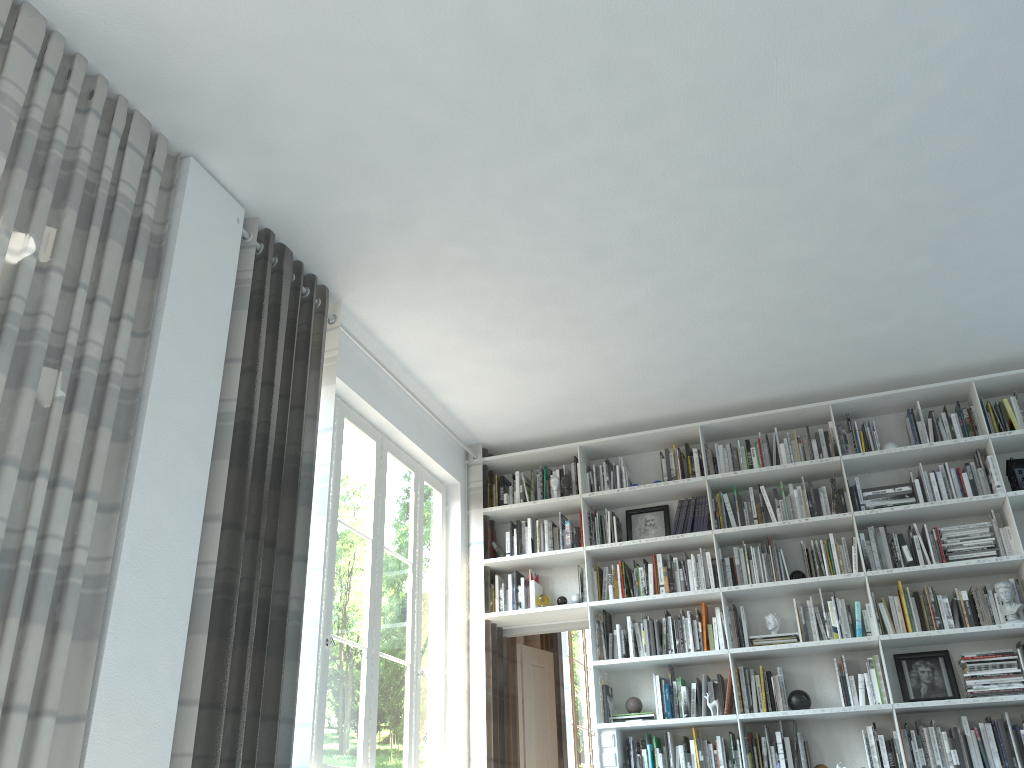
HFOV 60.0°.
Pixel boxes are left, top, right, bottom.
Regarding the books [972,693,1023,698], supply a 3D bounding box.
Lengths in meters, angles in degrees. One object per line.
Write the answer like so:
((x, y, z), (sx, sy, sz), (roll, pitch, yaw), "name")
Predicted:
((2.676, 1.729, 4.891), (0.254, 0.012, 0.161), (-12, -29, 19), "books")

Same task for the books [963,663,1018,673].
((2.671, 1.589, 4.957), (0.254, 0.012, 0.161), (-9, -28, 13), "books")

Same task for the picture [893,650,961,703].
((2.380, 1.689, 5.089), (0.300, 0.298, 0.078), (-11, -28, 17), "picture")

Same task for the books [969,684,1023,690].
((2.673, 1.684, 4.907), (0.254, 0.012, 0.161), (-8, -28, 12), "books")

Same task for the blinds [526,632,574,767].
((0.291, 2.530, 7.006), (0.140, 3.214, 0.779), (-10, -28, 17), "blinds")

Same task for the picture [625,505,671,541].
((0.926, 0.976, 6.025), (0.300, 0.298, 0.078), (-11, -28, 17), "picture")

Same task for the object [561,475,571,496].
((0.379, 0.721, 6.140), (0.068, 0.197, 0.067), (12, -30, -25), "object")

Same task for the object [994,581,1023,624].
((2.764, 1.226, 4.940), (0.137, 0.242, 0.138), (6, -28, -14), "object")

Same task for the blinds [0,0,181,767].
((-1.489, 0.250, 2.533), (0.183, 3.245, 1.030), (-10, -28, 16), "blinds")

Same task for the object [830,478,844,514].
((2.015, 0.704, 5.495), (0.075, 0.253, 0.076), (-1, -27, -2), "object")

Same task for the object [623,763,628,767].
((0.669, 2.319, 5.237), (0.045, 0.146, 0.045), (14, -31, -29), "object")

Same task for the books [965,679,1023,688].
((2.675, 1.667, 4.925), (0.285, 0.012, 0.160), (-11, -29, 18), "books")

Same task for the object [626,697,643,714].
((0.757, 1.998, 5.503), (0.105, 0.106, 0.106), (0, -27, -3), "object")

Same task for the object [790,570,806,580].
((1.764, 1.198, 5.472), (0.097, 0.098, 0.097), (9, -29, -20), "object")

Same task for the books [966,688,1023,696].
((2.676, 1.709, 4.904), (0.285, 0.012, 0.160), (-10, -28, 16), "books")

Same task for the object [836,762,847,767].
((1.842, 2.150, 4.925), (0.060, 0.094, 0.078), (-20, -32, 31), "object")

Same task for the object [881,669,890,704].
((2.153, 1.758, 5.111), (0.017, 0.215, 0.104), (-10, -28, 17), "object")

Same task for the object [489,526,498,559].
((-0.140, 1.156, 6.289), (0.035, 0.294, 0.177), (-10, -28, 17), "object")

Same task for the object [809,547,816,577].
((1.873, 1.144, 5.515), (0.010, 0.224, 0.143), (-10, -28, 17), "object")

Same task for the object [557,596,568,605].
((0.336, 1.459, 5.944), (0.071, 0.072, 0.072), (0, -27, -3), "object")

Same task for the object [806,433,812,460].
((1.955, 0.461, 5.810), (0.010, 0.245, 0.158), (-10, -28, 17), "object")

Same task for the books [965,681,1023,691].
((2.676, 1.678, 4.922), (0.285, 0.012, 0.160), (-11, -29, 17), "books")

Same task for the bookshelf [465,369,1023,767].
((2.721, 1.459, 4.931), (6.301, 3.126, 0.332), (-11, -28, 17), "bookshelf")

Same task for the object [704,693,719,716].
((1.177, 1.888, 5.223), (0.081, 0.139, 0.044), (-3, -27, 2), "object")

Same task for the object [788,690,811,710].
((1.685, 1.862, 5.197), (0.134, 0.134, 0.134), (9, -29, -20), "object")

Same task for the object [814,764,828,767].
((1.752, 2.200, 5.016), (0.091, 0.091, 0.091), (0, -27, -3), "object")

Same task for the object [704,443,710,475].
((1.340, 0.562, 6.010), (0.012, 0.283, 0.160), (-10, -28, 17), "object")

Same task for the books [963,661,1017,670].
((2.671, 1.579, 4.965), (0.254, 0.012, 0.161), (-9, -28, 14), "books")

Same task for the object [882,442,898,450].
((2.392, 0.420, 5.601), (0.105, 0.105, 0.105), (0, -27, -3), "object")

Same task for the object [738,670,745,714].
((1.394, 1.875, 5.352), (0.012, 0.269, 0.131), (-10, -28, 17), "object")

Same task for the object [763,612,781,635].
((1.602, 1.475, 5.447), (0.095, 0.156, 0.121), (-18, -31, 29), "object")

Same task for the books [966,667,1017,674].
((2.672, 1.611, 4.948), (0.254, 0.012, 0.161), (-12, -29, 19), "books")

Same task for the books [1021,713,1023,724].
((2.784, 1.920, 4.751), (0.014, 0.292, 0.138), (-10, -28, 17), "books")

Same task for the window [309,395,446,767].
((-0.757, 1.181, 4.973), (0.073, 1.999, 1.992), (-10, -28, 17), "window")

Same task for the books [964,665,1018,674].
((2.672, 1.601, 4.954), (0.254, 0.012, 0.161), (-9, -28, 14), "books")

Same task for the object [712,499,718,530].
((1.350, 0.901, 5.837), (0.012, 0.253, 0.161), (-10, -28, 17), "object")

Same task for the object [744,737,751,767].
((1.389, 2.204, 5.177), (0.012, 0.253, 0.161), (-10, -28, 17), "object")

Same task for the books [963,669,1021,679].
((2.671, 1.620, 4.938), (0.285, 0.012, 0.160), (-13, -29, 21), "books")

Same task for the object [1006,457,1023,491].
((3.026, 0.549, 5.246), (0.135, 0.247, 0.136), (-6, -27, 8), "object")

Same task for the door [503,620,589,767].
((0.374, 2.705, 5.987), (0.834, 1.971, 0.790), (-11, -28, 17), "door")

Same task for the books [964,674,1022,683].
((2.671, 1.641, 4.928), (0.285, 0.012, 0.160), (-13, -29, 21), "books")

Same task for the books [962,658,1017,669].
((2.670, 1.567, 4.968), (0.254, 0.012, 0.161), (-9, -28, 13), "books")

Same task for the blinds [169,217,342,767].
((-1.045, 0.836, 3.651), (0.140, 3.214, 0.779), (-10, -28, 17), "blinds")

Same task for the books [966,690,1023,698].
((2.673, 1.715, 4.890), (0.285, 0.012, 0.160), (-8, -28, 12), "books")

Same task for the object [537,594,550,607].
((0.211, 1.452, 5.940), (0.087, 0.087, 0.087), (9, -29, -20), "object")

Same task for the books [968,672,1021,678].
((2.672, 1.631, 4.934), (0.254, 0.012, 0.161), (-8, -28, 12), "books")

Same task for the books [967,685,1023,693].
((2.673, 1.694, 4.901), (0.285, 0.012, 0.160), (-13, -29, 21), "books")

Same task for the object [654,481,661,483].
((0.995, 0.699, 6.036), (0.082, 0.083, 0.083), (0, -27, -3), "object")

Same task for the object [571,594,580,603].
((0.429, 1.431, 5.897), (0.071, 0.072, 0.072), (0, -27, -3), "object")

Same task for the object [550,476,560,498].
((0.303, 0.735, 6.163), (0.068, 0.197, 0.067), (12, -30, -25), "object")

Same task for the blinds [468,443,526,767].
((-0.105, 2.027, 6.010), (0.140, 3.214, 0.779), (-10, -28, 17), "blinds")

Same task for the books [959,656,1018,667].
((2.671, 1.558, 4.978), (0.285, 0.012, 0.160), (-12, -29, 19), "books")

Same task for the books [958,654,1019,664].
((2.668, 1.544, 4.977), (0.285, 0.012, 0.160), (-8, -28, 12), "books")

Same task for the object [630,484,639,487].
((0.847, 0.727, 6.081), (0.082, 0.083, 0.083), (0, -27, -3), "object")

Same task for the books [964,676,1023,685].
((2.674, 1.655, 4.928), (0.285, 0.012, 0.160), (-12, -29, 19), "books")

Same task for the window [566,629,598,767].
((0.577, 2.874, 8.326), (0.073, 1.999, 1.992), (-10, -28, 17), "window")
